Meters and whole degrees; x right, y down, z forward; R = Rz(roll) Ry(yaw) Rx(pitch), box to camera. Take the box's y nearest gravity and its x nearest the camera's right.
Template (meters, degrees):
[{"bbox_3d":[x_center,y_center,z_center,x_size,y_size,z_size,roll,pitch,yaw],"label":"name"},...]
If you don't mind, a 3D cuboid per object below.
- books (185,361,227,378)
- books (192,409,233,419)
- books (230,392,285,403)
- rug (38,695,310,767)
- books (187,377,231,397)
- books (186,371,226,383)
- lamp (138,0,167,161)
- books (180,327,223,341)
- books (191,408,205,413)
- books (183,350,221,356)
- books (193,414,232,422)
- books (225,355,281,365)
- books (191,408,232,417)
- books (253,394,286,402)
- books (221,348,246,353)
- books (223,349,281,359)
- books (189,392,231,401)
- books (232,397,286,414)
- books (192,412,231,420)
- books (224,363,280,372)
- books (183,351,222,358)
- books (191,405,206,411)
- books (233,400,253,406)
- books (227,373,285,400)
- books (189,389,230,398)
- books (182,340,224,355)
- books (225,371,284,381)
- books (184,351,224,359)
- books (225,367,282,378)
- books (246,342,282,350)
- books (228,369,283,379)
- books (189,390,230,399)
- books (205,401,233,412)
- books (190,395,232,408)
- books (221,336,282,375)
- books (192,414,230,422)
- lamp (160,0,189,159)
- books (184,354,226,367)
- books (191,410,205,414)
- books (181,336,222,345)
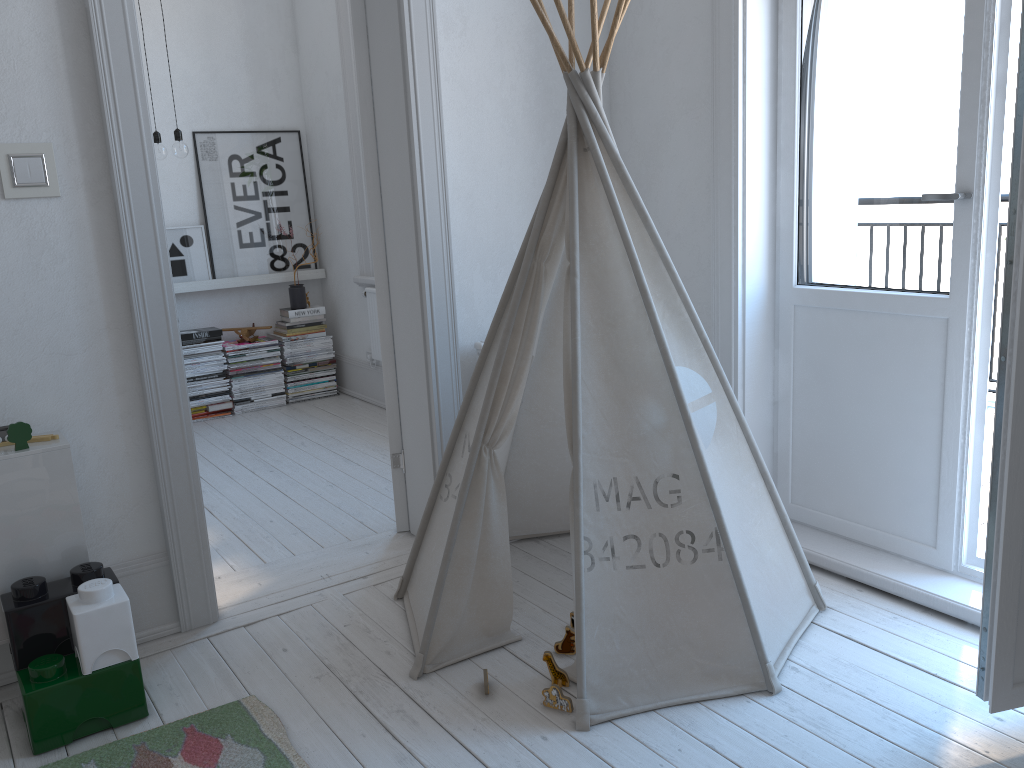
[{"bbox_3d":[-1.833,-0.092,5.020,0.375,0.062,0.289,-11,14,-32],"label":"books"},{"bbox_3d":[-1.798,0.166,5.057,0.356,0.007,0.227,-10,14,-30],"label":"books"},{"bbox_3d":[-1.529,0.061,5.245,0.300,0.017,0.238,-11,15,-33],"label":"books"},{"bbox_3d":[-1.079,1.003,1.097,2.027,0.016,1.318,-11,14,-32],"label":"rug"},{"bbox_3d":[-1.822,0.006,5.041,0.375,0.080,0.303,-12,15,-34],"label":"books"},{"bbox_3d":[-1.805,-0.043,5.004,0.319,0.027,0.208,-11,14,-32],"label":"books"},{"bbox_3d":[-2.287,-1.714,3.754,1.380,1.532,0.074,-10,14,-28],"label":"lamp"},{"bbox_3d":[-1.768,-0.283,4.984,0.235,0.035,0.163,-11,15,-33],"label":"books"},{"bbox_3d":[-1.859,0.144,4.991,0.212,0.014,0.203,-12,15,-37],"label":"books"},{"bbox_3d":[-1.828,-0.178,4.989,0.326,0.008,0.193,-11,15,-33],"label":"books"},{"bbox_3d":[-1.809,0.185,5.088,0.335,0.008,0.270,-10,14,-30],"label":"books"},{"bbox_3d":[-1.548,-0.155,5.201,0.306,0.007,0.254,-11,15,-33],"label":"books"},{"bbox_3d":[-1.800,0.157,5.046,0.362,0.016,0.187,-13,16,-38],"label":"books"},{"bbox_3d":[-1.481,0.067,5.276,0.192,0.012,0.250,-11,15,-33],"label":"books"},{"bbox_3d":[-1.616,-0.203,5.116,0.121,0.010,0.173,-12,15,-35],"label":"books"},{"bbox_3d":[-1.550,-0.192,5.197,0.310,0.012,0.259,-11,15,-34],"label":"books"},{"bbox_3d":[-1.801,0.067,5.034,0.352,0.010,0.217,-13,15,-37],"label":"books"},{"bbox_3d":[-1.530,0.110,5.263,0.316,0.061,0.263,-11,14,-32],"label":"books"},{"bbox_3d":[-1.817,0.169,5.088,0.346,0.009,0.284,-10,14,-27],"label":"books"},{"bbox_3d":[-1.555,-0.115,5.215,0.298,0.007,0.279,-12,15,-35],"label":"books"},{"bbox_3d":[-1.804,-0.165,4.957,0.329,0.007,0.129,-11,14,-31],"label":"books"},{"bbox_3d":[-1.859,0.131,4.992,0.217,0.010,0.212,-12,15,-34],"label":"books"},{"bbox_3d":[-1.566,0.103,5.131,0.113,0.011,0.091,-11,15,-33],"label":"books"},{"bbox_3d":[-1.533,-0.004,5.239,0.319,0.116,0.269,-11,15,-33],"label":"books"},{"bbox_3d":[-1.802,0.052,5.027,0.354,0.007,0.182,-13,16,-38],"label":"books"},{"bbox_3d":[-1.835,-0.211,4.990,0.347,0.054,0.294,-12,15,-35],"label":"books"},{"bbox_3d":[-1.535,-0.065,5.221,0.313,0.011,0.241,-11,14,-32],"label":"books"},{"bbox_3d":[-1.812,-0.161,4.981,0.339,0.010,0.173,-11,14,-32],"label":"books"},{"bbox_3d":[-1.553,-0.084,5.219,0.308,0.012,0.289,-11,15,-34],"label":"books"},{"bbox_3d":[-1.476,-0.230,5.205,0.192,0.009,0.182,-11,15,-33],"label":"books"},{"bbox_3d":[-1.539,-0.075,5.220,0.306,0.009,0.246,-12,15,-35],"label":"books"},{"bbox_3d":[-1.801,0.059,5.031,0.354,0.008,0.180,-13,15,-37],"label":"books"},{"bbox_3d":[-1.728,0.107,5.131,0.139,0.038,0.297,-11,15,-33],"label":"books"},{"bbox_3d":[-1.818,0.087,5.069,0.354,0.040,0.292,-11,14,-31],"label":"books"},{"bbox_3d":[-1.550,-0.170,5.206,0.318,0.162,0.271,-11,15,-33],"label":"books"},{"bbox_3d":[-1.820,0.179,5.080,0.335,0.008,0.270,-12,15,-35],"label":"books"},{"bbox_3d":[-2.163,-1.707,3.691,1.380,1.532,0.074,-10,14,-28],"label":"lamp"},{"bbox_3d":[-1.825,-0.142,5.016,0.350,0.041,0.292,-12,15,-34],"label":"books"},{"bbox_3d":[-1.866,0.154,5.007,0.205,0.013,0.187,-11,15,-33],"label":"books"},{"bbox_3d":[-1.784,-0.256,5.010,0.228,0.029,0.199,-11,15,-33],"label":"books"}]
